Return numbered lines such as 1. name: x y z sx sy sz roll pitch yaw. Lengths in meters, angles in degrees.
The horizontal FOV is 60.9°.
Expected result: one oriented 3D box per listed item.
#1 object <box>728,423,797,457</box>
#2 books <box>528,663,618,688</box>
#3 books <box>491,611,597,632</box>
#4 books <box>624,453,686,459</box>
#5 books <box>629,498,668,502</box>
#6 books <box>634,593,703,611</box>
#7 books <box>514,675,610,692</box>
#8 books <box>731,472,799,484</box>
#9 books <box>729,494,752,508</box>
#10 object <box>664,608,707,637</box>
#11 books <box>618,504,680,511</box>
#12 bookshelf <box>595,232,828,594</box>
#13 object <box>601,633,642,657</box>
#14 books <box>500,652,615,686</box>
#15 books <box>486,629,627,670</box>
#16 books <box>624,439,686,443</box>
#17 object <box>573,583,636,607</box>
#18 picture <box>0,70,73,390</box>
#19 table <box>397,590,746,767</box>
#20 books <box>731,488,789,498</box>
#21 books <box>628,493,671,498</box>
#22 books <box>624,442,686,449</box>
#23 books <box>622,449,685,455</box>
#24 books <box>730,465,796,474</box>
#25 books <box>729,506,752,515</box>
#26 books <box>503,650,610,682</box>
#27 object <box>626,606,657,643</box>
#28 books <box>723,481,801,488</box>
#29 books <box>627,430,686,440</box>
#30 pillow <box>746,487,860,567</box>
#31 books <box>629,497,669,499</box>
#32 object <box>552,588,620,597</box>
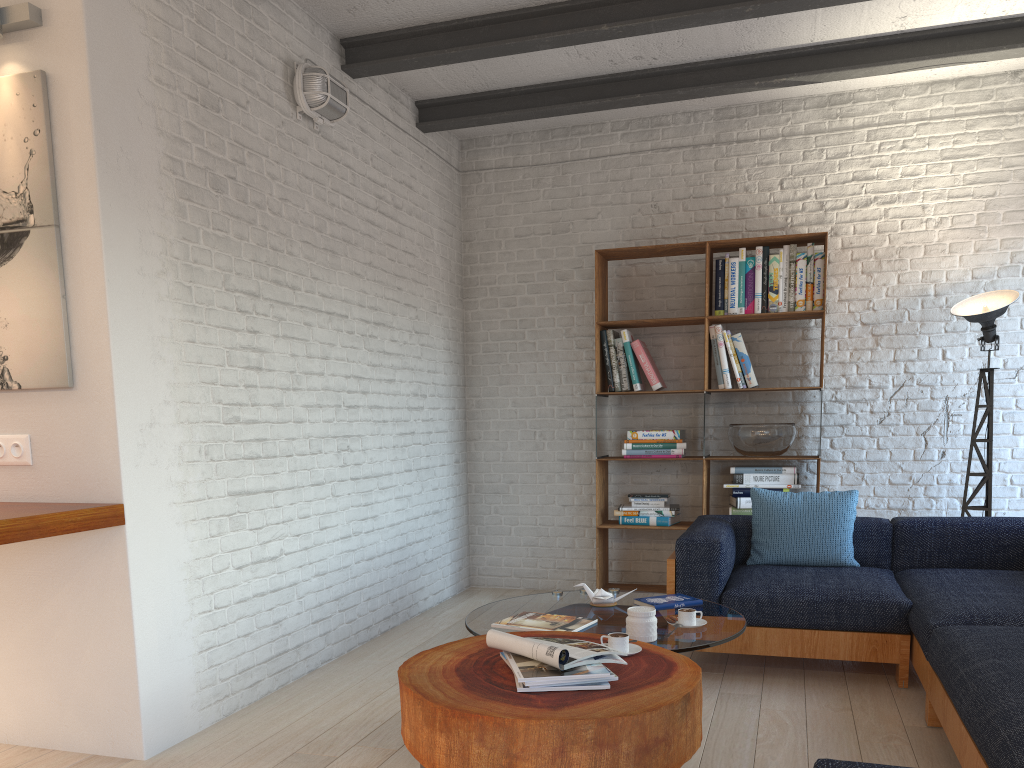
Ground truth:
1. object: 1.519 0.341 5.306 0.399 0.204 0.401 -1 0 -31
2. books: 0.133 0.818 2.523 0.252 0.011 0.316 -1 -2 -13
3. books: 0.123 0.900 3.281 0.318 0.011 0.250 -2 -3 31
4. books: 0.905 0.453 5.495 0.356 0.021 0.269 -2 -2 18
5. books: 0.874 0.734 5.573 0.236 0.019 0.169 -1 -2 11
6. books: 0.640 0.897 3.584 0.231 0.023 0.161 0 -2 -24
7. books: 0.131 0.828 2.509 0.252 0.011 0.315 -1 -2 -3
8. books: 1.540 0.572 5.323 0.380 0.065 0.242 -1 -2 12
9. books: 1.539 0.714 5.325 0.380 0.065 0.242 -1 -2 4
10. object: 0.633 0.864 3.169 0.155 0.058 0.268 -1 -2 10
11. books: 0.873 0.786 5.549 0.380 0.018 0.242 -1 -2 10
12. bookshelf: 1.200 0.288 5.363 1.317 2.236 0.358 1 8 17
13. object: 0.336 0.816 2.752 0.146 0.056 0.173 -1 -1 7
14. books: 0.122 0.807 2.506 0.252 0.011 0.316 -1 -2 -13
15. books: 0.131 0.786 2.573 0.271 0.110 0.321 0 -1 -40
16. books: 0.905 0.358 5.488 0.356 0.021 0.269 -2 -2 16
17. object: 0.386 0.869 3.621 0.186 0.092 0.193 -1 -1 43
18. picture: -1.811 -0.489 2.976 0.655 1.031 0.020 1 8 17
19. table: 0.210 1.086 3.077 1.076 0.451 1.813 -1 -2 23
20. books: 1.508 0.653 5.314 0.326 0.056 0.252 -2 -2 13
21. books: 0.876 0.707 5.547 0.252 0.017 0.160 -2 -2 18
22. books: 0.902 0.386 5.473 0.380 0.037 0.242 -2 -2 11
23. books: 0.894 0.424 5.488 0.380 0.037 0.242 -2 -2 13
24. books: 1.533 0.520 5.313 0.380 0.037 0.242 -2 -2 18
25. books: 1.534 0.776 5.352 0.362 0.056 0.280 -2 -2 20
26. books: 0.118 0.796 2.497 0.252 0.011 0.315 -1 -2 -8
27. object: 0.450 0.834 3.030 0.108 0.109 0.107 1 4 34
28. books: 1.527 0.615 5.315 0.444 0.021 0.269 -2 -2 18
29. books: 0.912 0.319 5.478 0.326 0.056 0.252 -2 -2 20
30. pillow: 1.489 0.735 4.463 0.555 0.415 0.220 -1 6 17
31. books: 0.878 0.720 5.562 0.242 0.008 0.154 -2 -2 18
32. object: 0.323 0.911 3.828 0.302 0.027 0.067 -1 -1 -5
